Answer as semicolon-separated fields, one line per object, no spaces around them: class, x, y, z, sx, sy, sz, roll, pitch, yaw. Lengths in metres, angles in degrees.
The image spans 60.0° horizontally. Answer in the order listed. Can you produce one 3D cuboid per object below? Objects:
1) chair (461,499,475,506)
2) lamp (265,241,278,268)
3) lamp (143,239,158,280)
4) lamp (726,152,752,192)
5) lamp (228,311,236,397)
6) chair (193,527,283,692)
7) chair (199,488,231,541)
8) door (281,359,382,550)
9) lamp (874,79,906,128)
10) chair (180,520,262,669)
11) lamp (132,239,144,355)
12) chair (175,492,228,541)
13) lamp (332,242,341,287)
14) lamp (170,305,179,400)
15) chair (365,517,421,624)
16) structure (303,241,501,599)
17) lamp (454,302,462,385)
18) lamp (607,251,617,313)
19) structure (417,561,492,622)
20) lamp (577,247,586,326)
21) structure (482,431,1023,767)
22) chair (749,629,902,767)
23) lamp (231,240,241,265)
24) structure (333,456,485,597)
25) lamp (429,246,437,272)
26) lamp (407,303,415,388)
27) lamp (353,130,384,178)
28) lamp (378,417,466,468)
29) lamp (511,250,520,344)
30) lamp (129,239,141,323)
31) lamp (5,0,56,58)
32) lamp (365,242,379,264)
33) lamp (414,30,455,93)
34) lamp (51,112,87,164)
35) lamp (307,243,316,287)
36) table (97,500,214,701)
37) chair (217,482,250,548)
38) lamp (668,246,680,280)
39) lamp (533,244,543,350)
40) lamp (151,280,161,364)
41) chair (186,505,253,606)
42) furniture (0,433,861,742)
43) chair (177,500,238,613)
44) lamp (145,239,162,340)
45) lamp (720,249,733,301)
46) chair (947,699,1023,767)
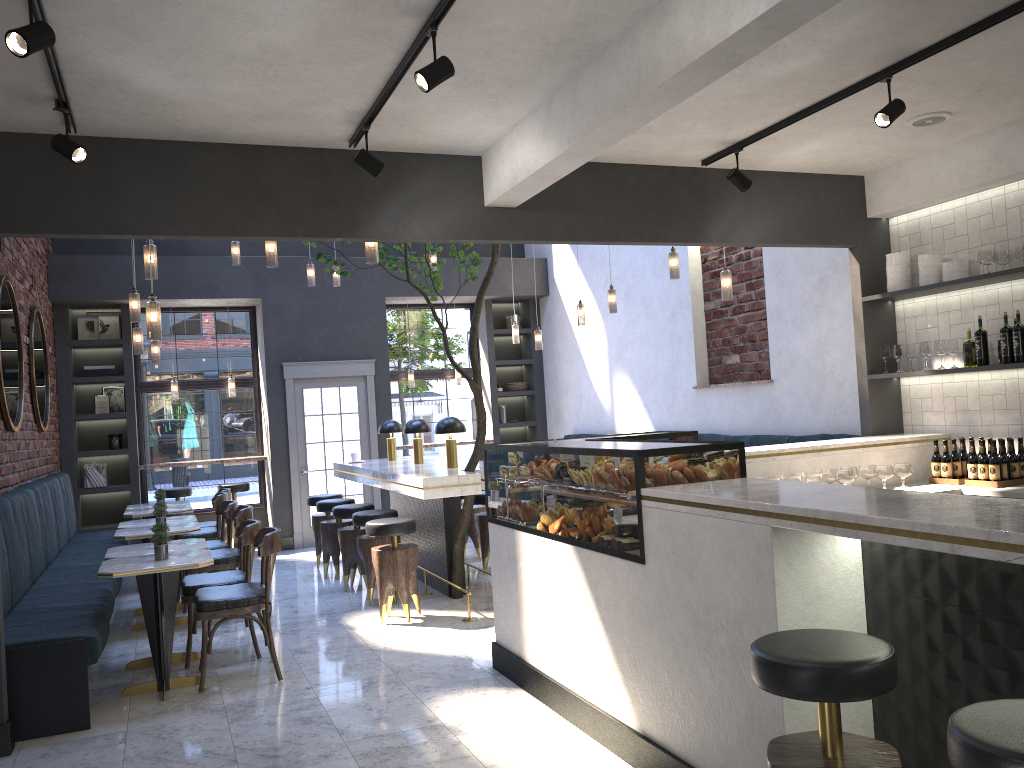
chair;-0.571;1.461;11.664;0.371;0.821;0.372;-4;-1;31
lamp;-1.813;-2.872;6.273;0.078;4.104;0.078;-4;-1;8
lamp;-2.472;-2.731;5.810;0.078;4.104;0.078;-3;-1;-37
lamp;1.364;-1.272;5.329;0.157;0.235;0.087;-3;-1;-28
lamp;-3.473;-0.560;10.889;0.078;1.429;0.078;-4;-1;31
chair;-1.636;1.323;5.330;0.521;0.851;0.539;-3;-1;-20
chair;-3.158;1.531;9.175;0.521;0.851;0.497;-3;-1;-23
door;-2.165;0.833;10.780;1.131;2.218;0.152;-3;-1;-22
lamp;1.793;-1.331;4.215;0.157;0.235;0.087;-3;-1;-28
chair;-1.905;1.355;5.844;0.521;0.851;0.539;-3;-1;-20
lamp;-3.236;-2.296;7.432;0.078;4.104;0.078;-3;-1;-14
chair;-3.008;1.505;8.612;0.521;0.851;0.539;-3;-1;-20
lamp;-2.058;-3.127;9.825;0.078;4.104;0.078;-3;-1;-37
lamp;-4.082;-0.529;10.646;0.078;1.429;0.078;-4;-1;8
chair;-0.873;1.371;6.536;0.372;0.737;0.370;-4;-1;22
structure;-0.549;-1.258;7.184;3.745;5.987;2.806;-4;-1;22
lamp;-0.760;-0.697;11.972;0.078;1.429;0.078;-4;-1;8
lamp;0.822;-2.715;8.367;0.078;4.104;0.078;-4;-1;31
structure;-0.755;1.671;8.021;0.496;0.210;3.500;-3;-2;-22
lamp;0.577;-2.634;8.990;0.078;4.104;0.078;-4;-1;31
structure;2.422;0.781;3.061;3.205;1.300;5.808;-3;-2;-22
chair;0.843;1.099;2.344;0.371;0.821;0.372;-4;-1;31
lamp;-2.747;-3.181;8.471;0.078;4.104;0.078;-3;-1;-37
structure;-0.781;1.252;8.029;0.990;1.050;3.491;-3;-2;-22
lamp;-0.973;-3.262;9.644;0.078;4.104;0.078;-3;-1;-37
lamp;-1.369;-0.666;11.728;0.078;1.429;0.078;-4;-1;31
lamp;-0.727;-1.168;4.495;0.157;0.238;0.087;-3;-1;-28
lamp;-0.198;-1.046;4.530;4.182;3.256;8.839;-2;-2;-38
lamp;-0.076;-2.532;10.639;0.078;4.104;0.078;-3;-1;-37
lamp;-3.011;-2.521;6.838;0.078;4.104;0.078;-3;-1;-14
lamp;-1.562;-1.163;2.872;0.087;0.238;0.157;-4;-1;17
lamp;-1.011;-2.813;5.655;0.078;4.104;0.078;-4;-1;8
lamp;-0.298;-1.227;3.381;0.157;0.238;0.087;-3;-1;-28
lamp;-1.994;-1.102;3.987;0.157;0.235;0.087;-4;-1;19
lamp;-2.174;-3.050;9.100;0.078;4.104;0.078;-3;-1;-37
table;-0.959;1.407;7.833;4.598;0.751;4.832;-3;-2;-22
chair;-3.300;1.599;10.576;0.371;0.821;0.372;-4;-1;31
lamp;1.216;-2.915;7.353;0.078;4.104;0.078;-3;-1;-37
lamp;0.177;-2.432;10.019;0.078;4.104;0.078;-3;-1;-37
lamp;-3.551;-2.243;8.576;0.078;4.104;0.078;-3;-1;-37
chair;-2.291;1.413;6.983;0.521;0.851;0.539;-3;-1;-20
furniture;-0.986;1.210;7.878;6.020;1.151;5.343;-3;-2;-22
chair;-2.582;1.448;7.546;0.521;0.851;0.539;-3;-1;-28
lamp;-2.191;-2.303;5.164;0.078;4.104;0.078;-3;-1;-37
lamp;1.491;-2.676;6.698;0.078;4.104;0.078;-3;-1;-37
chair;1.061;1.066;1.694;0.370;0.821;0.372;-3;-1;-12
